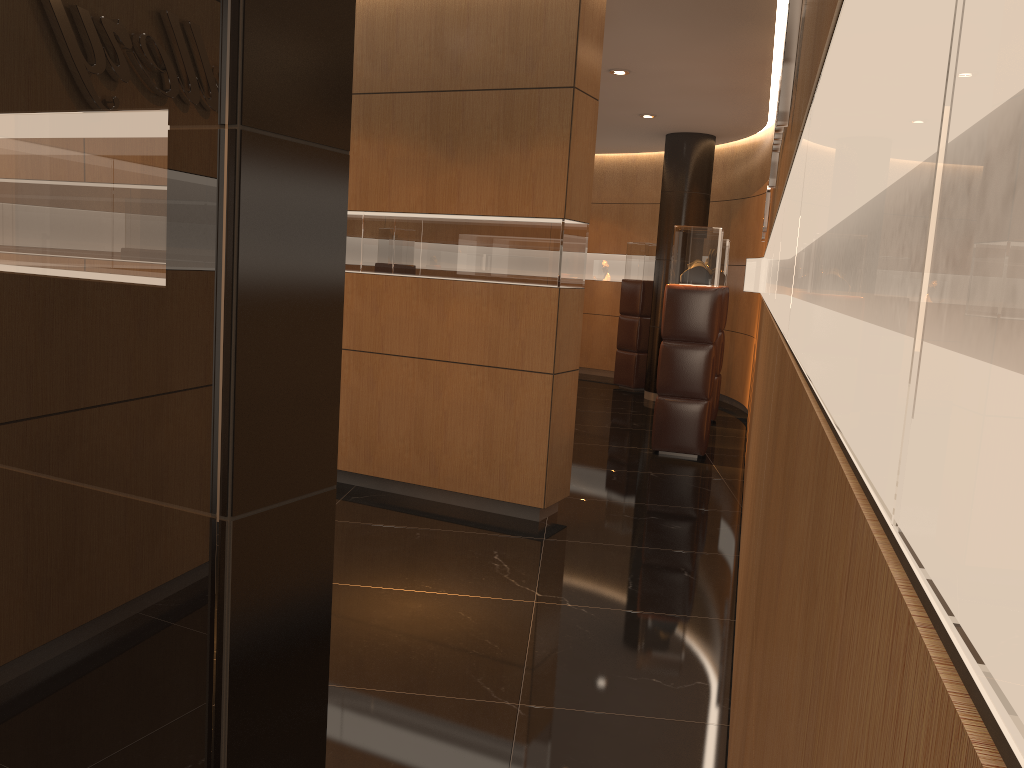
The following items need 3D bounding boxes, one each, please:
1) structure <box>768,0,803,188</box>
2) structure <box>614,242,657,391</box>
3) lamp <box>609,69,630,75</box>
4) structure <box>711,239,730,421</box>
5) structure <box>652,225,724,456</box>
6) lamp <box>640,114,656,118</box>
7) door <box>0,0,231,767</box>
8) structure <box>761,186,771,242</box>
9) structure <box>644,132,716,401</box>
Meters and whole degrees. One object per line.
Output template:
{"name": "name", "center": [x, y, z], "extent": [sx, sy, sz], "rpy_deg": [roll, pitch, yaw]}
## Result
{"name": "structure", "center": [0.995, -1.046, 3.260], "extent": [0.034, 0.442, 2.050], "rpy_deg": [6, 8, 15]}
{"name": "structure", "center": [1.787, -0.926, 12.213], "extent": [0.484, 2.000, 0.498], "rpy_deg": [-1, 9, -31]}
{"name": "lamp", "center": [0.941, -2.752, 7.744], "extent": [0.176, 0.068, 0.176], "rpy_deg": [5, 8, 9]}
{"name": "structure", "center": [2.124, -0.598, 9.865], "extent": [0.498, 2.000, 0.484], "rpy_deg": [6, 8, 14]}
{"name": "structure", "center": [1.576, -0.389, 7.867], "extent": [0.498, 1.968, 0.484], "rpy_deg": [6, 8, 14]}
{"name": "lamp", "center": [1.498, -2.980, 9.770], "extent": [0.176, 0.068, 0.176], "rpy_deg": [5, 8, 9]}
{"name": "door", "center": [-0.925, -0.258, 0.757], "extent": [0.098, 3.285, 2.473], "rpy_deg": [6, 8, 15]}
{"name": "structure", "center": [2.449, -1.640, 8.546], "extent": [0.034, 0.442, 2.050], "rpy_deg": [6, 8, 15]}
{"name": "structure", "center": [2.116, -1.496, 11.214], "extent": [0.613, 3.430, 0.613], "rpy_deg": [6, 8, 19]}
